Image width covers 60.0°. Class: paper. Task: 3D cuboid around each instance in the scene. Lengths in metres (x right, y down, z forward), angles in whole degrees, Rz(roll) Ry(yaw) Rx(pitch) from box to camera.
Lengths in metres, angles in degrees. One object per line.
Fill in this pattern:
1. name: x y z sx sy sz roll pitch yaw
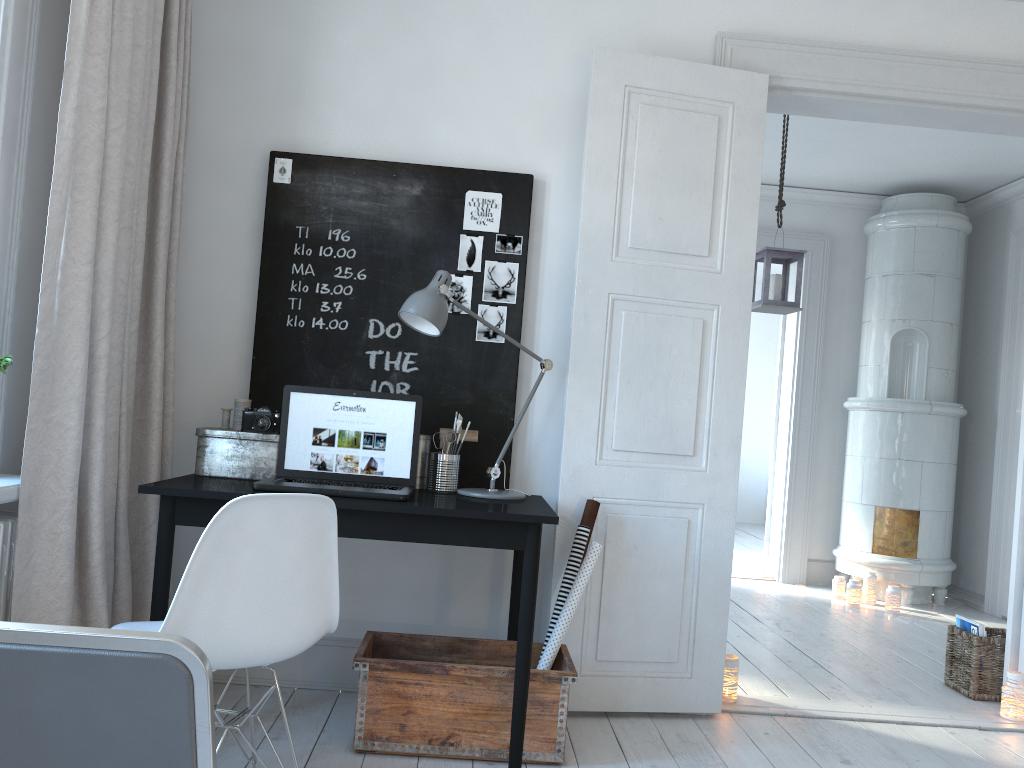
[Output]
1. paper: 0.167 0.759 2.956 0.048 0.746 0.297 4 -2 43
2. paper: 0.141 0.812 2.825 0.283 0.626 0.041 5 -1 -24
3. paper: 0.140 0.797 2.884 0.043 0.669 0.266 4 -2 43

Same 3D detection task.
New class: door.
1. door: 1.349 0.120 6.441 2.599 2.504 0.578 5 -1 -2
2. door: 1.478 0.020 3.429 2.599 2.504 0.578 5 -1 -2
3. door: 3.362 0.229 5.013 0.306 2.504 1.599 5 -1 -2

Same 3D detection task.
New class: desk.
1. desk: -0.490 0.713 2.769 1.159 0.758 0.651 5 -1 -2

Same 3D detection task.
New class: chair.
1. chair: -0.678 0.641 2.122 0.475 0.824 0.554 6 -2 -37
2. chair: -0.537 0.628 1.076 0.562 0.797 0.525 5 -1 -2

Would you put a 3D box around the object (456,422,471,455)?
1. object: -0.186 0.243 2.978 0.084 0.240 0.009 5 -1 -25

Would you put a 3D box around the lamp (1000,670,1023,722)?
1. lamp: 1.958 1.215 3.455 0.093 0.179 0.093 5 -1 -19

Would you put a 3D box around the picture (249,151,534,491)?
1. picture: -0.442 -0.216 3.211 0.953 1.172 0.064 5 -1 -2

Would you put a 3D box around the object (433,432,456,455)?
1. object: -0.239 0.257 2.986 0.081 0.198 0.050 4 -1 23

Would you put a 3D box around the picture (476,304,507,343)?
1. picture: -0.074 -0.220 3.196 0.103 0.136 0.001 5 -1 -2

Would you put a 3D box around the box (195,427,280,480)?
1. box: -0.877 0.231 2.933 0.317 0.152 0.193 5 -2 -2

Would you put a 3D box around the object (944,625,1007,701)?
1. object: 2.060 1.203 3.825 0.270 0.265 0.224 5 -1 -2

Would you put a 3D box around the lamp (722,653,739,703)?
1. lamp: 0.821 1.126 3.396 0.089 0.166 0.089 5 -1 -10

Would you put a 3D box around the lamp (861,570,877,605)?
1. lamp: 2.316 1.320 5.749 0.098 0.210 0.098 5 -1 2

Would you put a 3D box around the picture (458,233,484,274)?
1. picture: -0.149 -0.471 3.197 0.083 0.146 0.002 5 -1 -2

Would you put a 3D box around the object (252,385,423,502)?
1. object: -0.515 0.171 2.690 0.445 0.315 0.325 5 -2 -2

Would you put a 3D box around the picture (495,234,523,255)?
1. picture: -0.011 -0.507 3.204 0.095 0.071 0.001 5 -1 -2

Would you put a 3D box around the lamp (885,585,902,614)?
1. lamp: 2.366 1.337 5.504 0.089 0.166 0.089 5 -1 -3

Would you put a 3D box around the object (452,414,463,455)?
1. object: -0.200 0.230 2.993 0.012 0.264 0.062 4 -1 40

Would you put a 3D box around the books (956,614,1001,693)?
1. books: 2.049 1.170 3.825 0.201 0.300 0.179 5 -1 -2

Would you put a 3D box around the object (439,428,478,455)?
1. object: -0.184 0.260 3.032 0.138 0.208 0.034 5 -1 -22

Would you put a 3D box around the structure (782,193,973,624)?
1. structure: 2.556 0.119 5.949 0.800 2.826 1.249 4 -2 43

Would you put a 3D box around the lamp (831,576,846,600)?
1. lamp: 2.152 1.342 5.841 0.084 0.146 0.084 5 -1 2

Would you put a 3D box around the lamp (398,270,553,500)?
1. lamp: -0.119 0.011 2.918 0.617 0.715 0.230 5 -1 -32

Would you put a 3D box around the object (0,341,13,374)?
1. object: -1.384 0.040 2.113 0.310 0.407 0.271 6 -2 -42

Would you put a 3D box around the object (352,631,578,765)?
1. object: -0.153 0.979 2.780 0.665 0.282 0.339 5 -2 -2

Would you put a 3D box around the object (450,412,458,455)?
1. object: -0.205 0.226 2.992 0.008 0.267 0.060 4 -1 14

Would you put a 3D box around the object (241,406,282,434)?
1. object: -0.803 0.114 2.846 0.137 0.087 0.073 5 -1 -2

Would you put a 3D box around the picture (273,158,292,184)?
1. picture: -0.820 -0.764 3.173 0.061 0.088 0.004 5 -1 -6

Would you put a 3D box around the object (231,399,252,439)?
1. object: -0.901 0.114 2.909 0.056 0.130 0.167 5 -2 -4

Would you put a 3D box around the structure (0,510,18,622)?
1. structure: -1.417 0.603 1.780 0.195 0.547 1.506 5 -2 -2

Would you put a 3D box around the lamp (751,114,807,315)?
1. lamp: 1.480 -1.272 4.794 0.228 1.761 0.228 5 -1 -6

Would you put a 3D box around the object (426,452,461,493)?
1. object: -0.231 0.297 2.975 0.108 0.128 0.108 4 -2 13

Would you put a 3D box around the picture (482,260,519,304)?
1. picture: -0.041 -0.370 3.199 0.121 0.152 0.002 5 -1 -2

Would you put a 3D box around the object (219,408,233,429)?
1. object: -0.959 0.116 2.973 0.040 0.069 0.040 5 -1 -14

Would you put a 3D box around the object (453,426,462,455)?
1. object: -0.199 0.251 2.983 0.009 0.221 0.083 4 -1 27

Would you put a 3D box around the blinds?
1. blinds: -1.144 -0.291 2.693 0.225 2.646 0.831 5 -1 -2

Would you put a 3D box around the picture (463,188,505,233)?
1. picture: -0.103 -0.628 3.201 0.147 0.154 0.004 5 -1 -2

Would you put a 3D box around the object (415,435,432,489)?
1. object: -0.322 0.268 3.043 0.079 0.188 0.079 5 -1 -23

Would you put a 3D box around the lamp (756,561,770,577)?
1. lamp: 1.827 1.348 6.456 0.093 0.110 0.093 4 -2 15

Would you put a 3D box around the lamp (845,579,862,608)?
1. lamp: 2.162 1.325 5.610 0.089 0.166 0.089 5 -1 -1

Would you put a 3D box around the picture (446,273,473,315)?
1. picture: -0.199 -0.323 3.192 0.107 0.150 0.001 5 -1 -2
